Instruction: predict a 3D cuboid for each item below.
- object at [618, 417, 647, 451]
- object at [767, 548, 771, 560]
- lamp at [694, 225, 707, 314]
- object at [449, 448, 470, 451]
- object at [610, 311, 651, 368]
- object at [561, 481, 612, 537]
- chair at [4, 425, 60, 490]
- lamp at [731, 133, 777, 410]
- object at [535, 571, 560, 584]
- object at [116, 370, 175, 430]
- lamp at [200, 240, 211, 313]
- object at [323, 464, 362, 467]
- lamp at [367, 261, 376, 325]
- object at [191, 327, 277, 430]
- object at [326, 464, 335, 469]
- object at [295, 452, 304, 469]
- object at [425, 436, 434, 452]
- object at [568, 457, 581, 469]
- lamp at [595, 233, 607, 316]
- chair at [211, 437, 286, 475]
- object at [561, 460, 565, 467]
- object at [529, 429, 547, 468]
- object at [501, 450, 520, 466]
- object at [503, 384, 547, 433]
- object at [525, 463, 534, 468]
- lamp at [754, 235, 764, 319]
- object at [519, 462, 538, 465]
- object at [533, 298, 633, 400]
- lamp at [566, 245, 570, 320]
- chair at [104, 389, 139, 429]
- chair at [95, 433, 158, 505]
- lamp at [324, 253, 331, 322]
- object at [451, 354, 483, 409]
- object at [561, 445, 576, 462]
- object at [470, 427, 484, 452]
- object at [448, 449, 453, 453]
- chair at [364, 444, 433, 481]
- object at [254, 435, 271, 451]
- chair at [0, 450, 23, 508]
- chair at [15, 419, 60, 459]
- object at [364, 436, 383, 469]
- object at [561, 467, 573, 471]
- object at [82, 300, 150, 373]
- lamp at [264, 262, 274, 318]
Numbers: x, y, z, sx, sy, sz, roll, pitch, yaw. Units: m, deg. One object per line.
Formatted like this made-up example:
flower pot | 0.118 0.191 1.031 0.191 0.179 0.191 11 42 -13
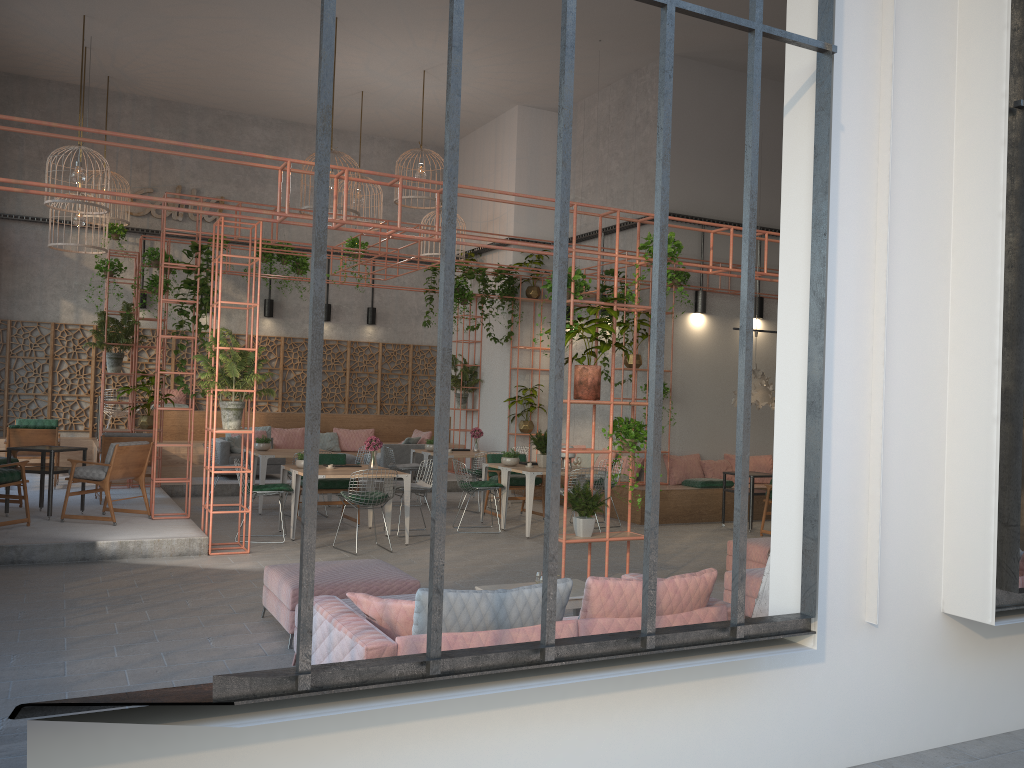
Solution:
object | 1.806 0.757 13.584 0.368 0.527 0.438 2 -1 -27
object | 1.661 1.096 5.384 0.216 0.430 0.219 3 -1 -33
lamp | 3.059 -1.856 14.303 0.179 1.425 0.185 2 -1 -27
object | -0.947 1.106 14.960 0.427 0.031 0.268 2 -1 -27
object | 1.830 -0.713 13.476 0.903 0.947 0.934 2 -1 25
object | 0.650 1.140 8.176 0.368 0.527 0.438 2 -1 -27
chair | -7.091 1.065 13.111 0.722 0.929 0.685 2 -1 -27
lamp | 5.166 -1.575 13.667 4.456 4.052 0.704 2 -1 -27
object | 0.246 1.403 6.227 0.156 0.145 0.199 2 -1 -12
object | -5.611 0.233 13.547 0.903 0.923 0.934 1 -1 30
lamp | -6.006 -2.115 17.432 0.185 1.436 0.185 2 -1 14
object | -2.136 1.034 11.165 0.427 0.031 0.268 2 -1 -27
lamp | -2.985 -1.989 18.972 0.179 1.436 0.185 2 -1 -27
object | -3.050 -0.057 9.656 0.900 1.100 0.894 2 -1 2
object | -2.202 1.002 10.758 0.115 0.073 0.115 3 -1 -33
object | -2.492 0.908 10.742 0.252 0.247 0.247 2 -1 -27
object | -1.304 0.981 14.536 0.254 0.247 0.248 2 -1 -27
object | 0.869 1.062 11.903 0.210 0.154 0.165 3 -1 -37
lamp | 1.550 -1.894 15.280 0.185 1.425 0.179 2 -1 -27
chair | -4.671 1.266 15.688 1.127 0.586 1.056 2 -1 -27
object | 0.694 1.067 11.775 0.095 0.119 0.095 2 -1 -3
object | 0.419 0.859 11.946 0.368 0.527 0.438 2 -1 -27
object | -0.022 0.987 12.021 0.254 0.247 0.248 2 -1 -27
object | 0.230 0.453 16.580 0.903 0.919 0.934 1 -1 35
object | 0.235 1.081 11.854 0.115 0.078 0.115 2 -1 -21
lamp | 4.135 -1.811 14.851 0.179 1.425 0.185 2 -1 -27
object | 0.335 1.113 12.445 0.427 0.031 0.268 2 -1 -27
object | 0.653 -0.328 8.094 0.924 0.946 0.923 1 -1 29
lamp | 1.001 -1.896 16.356 0.185 1.425 0.179 2 -1 -27
chair | -6.466 0.551 14.633 0.565 0.941 0.717 2 -1 -18
chair | -5.192 1.113 11.949 0.722 0.929 0.685 2 -1 -27
lamp | -3.857 -2.025 18.528 0.185 1.436 0.185 2 -1 14
object | -1.017 -0.054 17.879 0.900 1.097 0.894 2 -1 2
object | 0.739 0.988 11.987 0.241 0.313 0.241 2 -1 18
object | -0.591 0.924 14.715 0.225 0.414 0.213 3 -1 -35
object | -1.006 1.075 14.290 0.115 0.078 0.115 2 -1 -21
chair | -2.103 1.410 16.540 1.052 0.672 1.127 2 -1 -27
object | -3.738 0.878 13.295 0.252 0.247 0.247 2 -1 -27
chair | -6.468 1.057 10.738 0.685 0.917 0.722 2 -1 13
chair | -7.982 1.061 14.860 0.722 0.929 0.685 2 -1 -27
object | -1.700 0.840 10.859 0.225 0.414 0.213 3 -1 -35
object | 0.688 1.103 11.532 0.218 0.041 0.218 2 -1 -19
object | -6.021 -0.717 13.531 0.900 1.101 0.894 2 -1 27
lamp | -4.915 -2.070 17.988 0.185 1.436 0.185 2 -1 14
